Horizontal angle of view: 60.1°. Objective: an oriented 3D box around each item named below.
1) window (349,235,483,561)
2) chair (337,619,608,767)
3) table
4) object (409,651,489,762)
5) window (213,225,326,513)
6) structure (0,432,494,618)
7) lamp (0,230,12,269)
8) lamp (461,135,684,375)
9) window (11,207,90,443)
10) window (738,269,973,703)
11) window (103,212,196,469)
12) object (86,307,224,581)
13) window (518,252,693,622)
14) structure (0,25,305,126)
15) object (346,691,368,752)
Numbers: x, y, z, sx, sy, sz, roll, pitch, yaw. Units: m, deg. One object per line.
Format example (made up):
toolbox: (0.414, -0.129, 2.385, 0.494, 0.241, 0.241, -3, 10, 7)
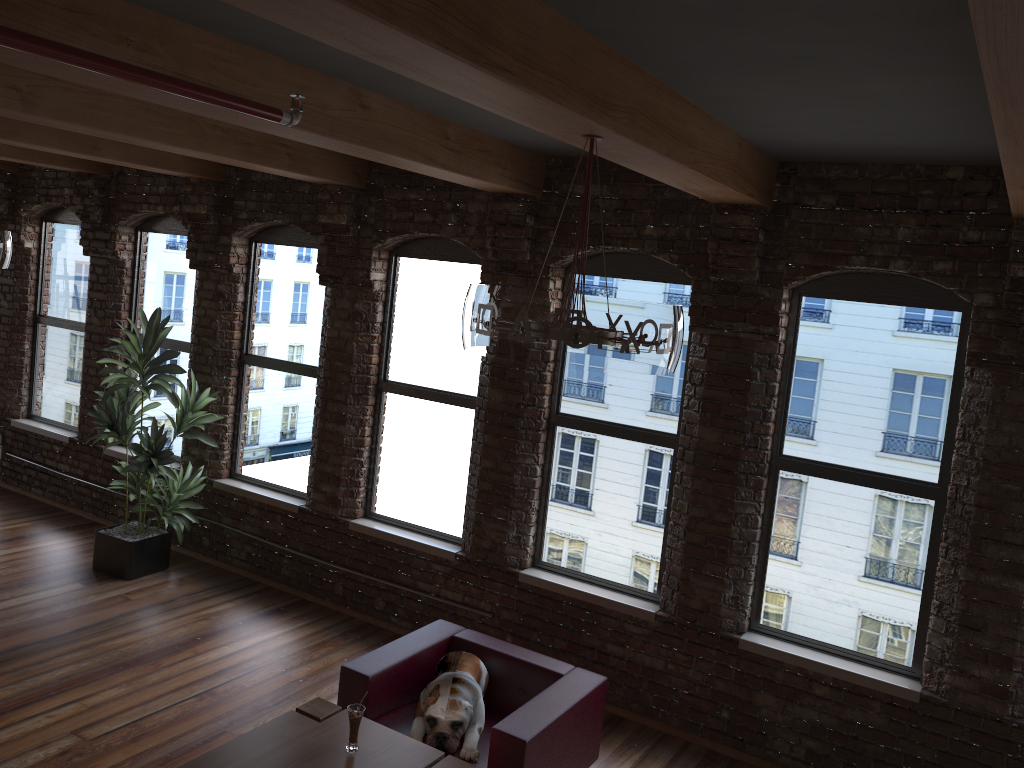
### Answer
window: (-0.627, 0.042, 6.336, 0.971, 2.208, 0.235, 9, 5, 30)
chair: (-0.207, 1.747, 4.510, 1.074, 0.591, 0.866, 10, 7, 30)
table: (-0.999, 1.842, 3.189, 0.903, 0.548, 1.752, 10, 7, 30)
object: (-0.305, 1.569, 4.424, 0.365, 0.296, 0.757, 6, 6, 2)
window: (-1.878, -0.177, 7.077, 0.971, 2.208, 0.235, 9, 5, 30)
structure: (-6.014, 0.426, 9.369, 13.738, 0.312, 1.636, 9, 7, 24)
lamp: (-3.528, -1.157, 5.465, 0.808, 0.812, 0.813, 4, 6, -17)
lamp: (0.250, -0.494, 3.228, 0.808, 0.812, 0.813, 4, 6, -19)
window: (-4.384, -0.617, 8.559, 0.971, 2.208, 0.232, 9, 5, 30)
window: (1.876, 0.482, 4.854, 0.971, 2.208, 0.235, 9, 5, 30)
window: (-3.131, -0.397, 7.819, 0.971, 2.208, 0.235, 9, 5, 30)
object: (-2.888, 0.418, 6.981, 1.084, 2.097, 0.966, 10, 6, 43)
window: (0.624, 0.262, 5.595, 0.971, 2.208, 0.235, 9, 5, 30)
structure: (-2.451, -0.765, 0.085, 0.051, 0.111, 6.814, 9, 7, 30)
object: (-0.651, 1.422, 3.722, 0.095, 0.231, 0.076, 4, 5, -27)
